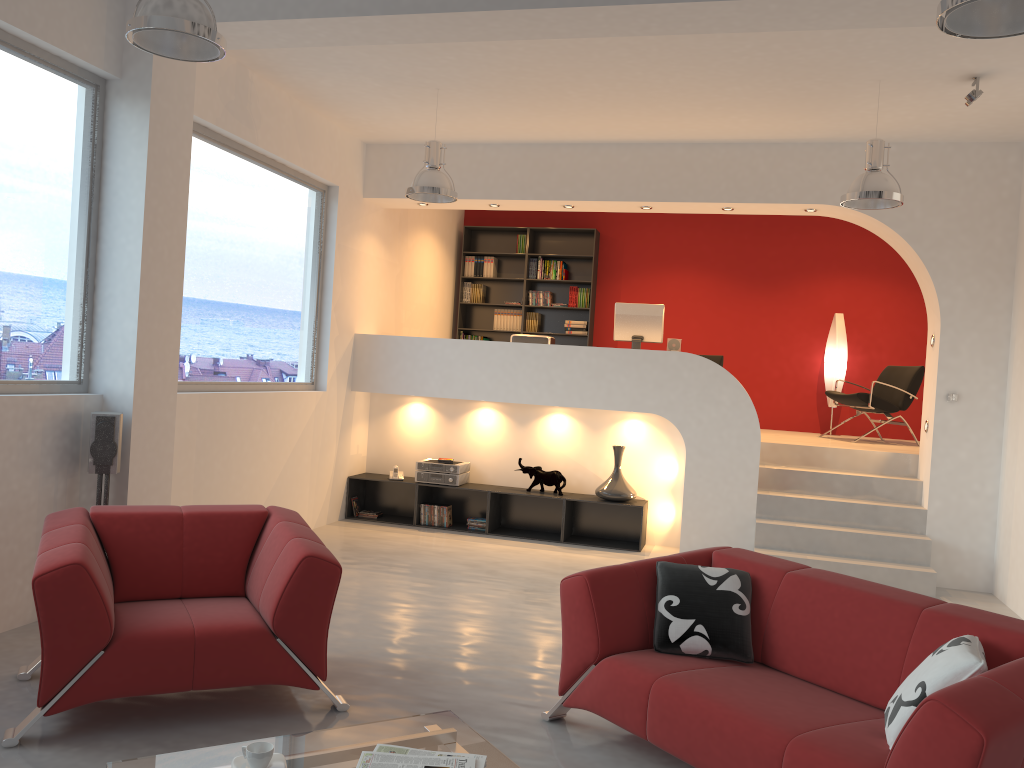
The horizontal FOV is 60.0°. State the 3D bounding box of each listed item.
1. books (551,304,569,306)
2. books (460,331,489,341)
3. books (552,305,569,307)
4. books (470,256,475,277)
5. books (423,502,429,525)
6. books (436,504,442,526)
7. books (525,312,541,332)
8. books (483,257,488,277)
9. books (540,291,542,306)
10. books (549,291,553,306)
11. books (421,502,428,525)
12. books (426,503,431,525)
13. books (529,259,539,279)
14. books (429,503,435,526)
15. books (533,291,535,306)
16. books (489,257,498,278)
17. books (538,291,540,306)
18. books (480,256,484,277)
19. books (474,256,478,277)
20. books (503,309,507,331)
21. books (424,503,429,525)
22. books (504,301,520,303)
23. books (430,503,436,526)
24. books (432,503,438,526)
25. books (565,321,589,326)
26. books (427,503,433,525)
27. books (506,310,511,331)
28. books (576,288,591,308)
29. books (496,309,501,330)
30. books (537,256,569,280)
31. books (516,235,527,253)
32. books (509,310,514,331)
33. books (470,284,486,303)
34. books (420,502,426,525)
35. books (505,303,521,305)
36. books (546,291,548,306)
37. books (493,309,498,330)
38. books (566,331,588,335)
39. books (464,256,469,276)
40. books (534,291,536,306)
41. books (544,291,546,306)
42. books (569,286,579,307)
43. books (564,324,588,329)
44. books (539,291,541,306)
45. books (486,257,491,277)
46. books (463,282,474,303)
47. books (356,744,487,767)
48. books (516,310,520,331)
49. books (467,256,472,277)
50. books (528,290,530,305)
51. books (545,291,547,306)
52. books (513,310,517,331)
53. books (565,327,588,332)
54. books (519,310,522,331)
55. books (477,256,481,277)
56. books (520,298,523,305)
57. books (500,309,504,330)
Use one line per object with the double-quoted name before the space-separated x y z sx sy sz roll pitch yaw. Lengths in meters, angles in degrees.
"books" 0.586 -0.956 10.715 0.190 0.015 0.135 4 1 20
"books" -0.459 -0.498 10.957 0.341 0.286 0.231 4 1 15
"books" 0.594 -0.940 10.713 0.190 0.015 0.135 4 1 15
"books" -0.460 -1.437 10.970 0.040 0.260 0.200 4 1 15
"books" -0.800 1.206 8.253 0.031 0.190 0.135 4 1 15
"books" -0.669 1.215 8.219 0.031 0.190 0.135 4 1 15
"books" 0.260 -0.744 10.792 0.146 0.240 0.170 4 1 15
"books" -0.303 -1.426 10.929 0.040 0.260 0.200 4 1 15
"books" 0.369 -1.028 10.772 0.031 0.190 0.135 4 1 15
"books" 0.471 -1.021 10.746 0.031 0.190 0.135 4 1 15
"books" -0.814 1.205 8.257 0.031 0.190 0.135 4 1 15
"books" -0.771 1.208 8.246 0.031 0.190 0.135 4 1 15
"books" 0.274 -1.385 10.790 0.090 0.256 0.181 4 1 15
"books" -0.742 1.210 8.238 0.031 0.190 0.135 4 1 15
"books" 0.282 -1.034 10.795 0.031 0.190 0.135 4 1 15
"books" -0.225 -1.421 10.908 0.040 0.260 0.200 4 1 15
"books" 0.340 -1.030 10.780 0.031 0.190 0.135 4 1 15
"books" -0.343 -1.429 10.939 0.040 0.260 0.200 4 1 15
"books" -0.421 -1.434 10.960 0.040 0.260 0.200 4 1 15
"books" -0.060 -0.775 10.864 0.040 0.260 0.200 4 1 15
"books" -0.785 1.207 8.249 0.031 0.190 0.135 4 1 15
"books" 0.009 -0.995 10.867 0.190 0.015 0.135 4 1 15
"books" -0.727 1.211 8.234 0.031 0.190 0.135 4 1 15
"books" -0.713 1.212 8.230 0.031 0.190 0.135 4 1 15
"books" 0.786 -0.727 10.616 0.260 0.040 0.200 4 1 15
"books" -0.756 1.209 8.242 0.031 0.190 0.135 4 1 15
"books" -0.021 -0.773 10.854 0.040 0.260 0.200 4 1 15
"books" 0.864 -1.019 10.634 0.146 0.240 0.170 4 1 15
"books" -0.138 -0.781 10.884 0.040 0.260 0.200 4 1 15
"books" 0.498 -1.384 10.707 0.341 0.286 0.231 4 1 15
"books" 0.149 -1.687 10.823 0.146 0.240 0.170 4 1 15
"books" 0.018 -0.770 10.844 0.040 0.260 0.200 4 1 15
"books" -0.418 -1.107 10.970 0.146 0.240 0.170 4 1 15
"books" -0.829 1.204 8.261 0.031 0.190 0.135 4 1 15
"books" 0.026 -0.979 10.862 0.190 0.015 0.135 4 1 15
"books" 0.442 -1.023 10.753 0.031 0.190 0.135 4 1 15
"books" -0.177 -0.783 10.895 0.040 0.260 0.200 4 1 15
"books" 0.794 -0.607 10.627 0.260 0.040 0.200 4 1 16
"books" -0.538 -1.442 10.991 0.040 0.260 0.200 4 1 15
"books" 0.297 -1.033 10.791 0.031 0.190 0.135 4 1 15
"books" 0.413 -1.025 10.761 0.031 0.190 0.135 4 1 15
"books" 0.749 -1.035 10.665 0.090 0.256 0.181 4 1 15
"books" 0.776 -0.688 10.627 0.260 0.040 0.200 4 1 14
"books" 0.355 -1.029 10.776 0.031 0.190 0.135 4 1 15
"books" -0.264 -1.423 10.919 0.040 0.260 0.200 4 1 15
"books" -0.534 -1.123 11.002 0.090 0.256 0.181 4 1 15
"books" -0.273 1.123 2.534 0.367 0.035 0.345 4 1 5
"books" 0.097 -0.765 10.823 0.040 0.260 0.200 4 1 15
"books" -0.499 -1.439 10.980 0.040 0.260 0.200 4 1 15
"books" 0.224 -1.038 10.810 0.031 0.190 0.135 4 1 15
"books" 0.427 -1.024 10.757 0.031 0.190 0.135 4 1 15
"books" 0.058 -0.767 10.833 0.040 0.260 0.200 4 1 15
"books" 0.778 -0.648 10.628 0.260 0.040 0.200 4 1 15
"books" 0.136 -0.762 10.813 0.040 0.260 0.200 4 1 15
"books" -0.381 -1.431 10.950 0.040 0.260 0.200 4 1 15
"books" 0.151 -1.041 10.830 0.063 0.187 0.135 4 1 15
"books" -0.099 -0.778 10.874 0.040 0.260 0.200 4 1 15
